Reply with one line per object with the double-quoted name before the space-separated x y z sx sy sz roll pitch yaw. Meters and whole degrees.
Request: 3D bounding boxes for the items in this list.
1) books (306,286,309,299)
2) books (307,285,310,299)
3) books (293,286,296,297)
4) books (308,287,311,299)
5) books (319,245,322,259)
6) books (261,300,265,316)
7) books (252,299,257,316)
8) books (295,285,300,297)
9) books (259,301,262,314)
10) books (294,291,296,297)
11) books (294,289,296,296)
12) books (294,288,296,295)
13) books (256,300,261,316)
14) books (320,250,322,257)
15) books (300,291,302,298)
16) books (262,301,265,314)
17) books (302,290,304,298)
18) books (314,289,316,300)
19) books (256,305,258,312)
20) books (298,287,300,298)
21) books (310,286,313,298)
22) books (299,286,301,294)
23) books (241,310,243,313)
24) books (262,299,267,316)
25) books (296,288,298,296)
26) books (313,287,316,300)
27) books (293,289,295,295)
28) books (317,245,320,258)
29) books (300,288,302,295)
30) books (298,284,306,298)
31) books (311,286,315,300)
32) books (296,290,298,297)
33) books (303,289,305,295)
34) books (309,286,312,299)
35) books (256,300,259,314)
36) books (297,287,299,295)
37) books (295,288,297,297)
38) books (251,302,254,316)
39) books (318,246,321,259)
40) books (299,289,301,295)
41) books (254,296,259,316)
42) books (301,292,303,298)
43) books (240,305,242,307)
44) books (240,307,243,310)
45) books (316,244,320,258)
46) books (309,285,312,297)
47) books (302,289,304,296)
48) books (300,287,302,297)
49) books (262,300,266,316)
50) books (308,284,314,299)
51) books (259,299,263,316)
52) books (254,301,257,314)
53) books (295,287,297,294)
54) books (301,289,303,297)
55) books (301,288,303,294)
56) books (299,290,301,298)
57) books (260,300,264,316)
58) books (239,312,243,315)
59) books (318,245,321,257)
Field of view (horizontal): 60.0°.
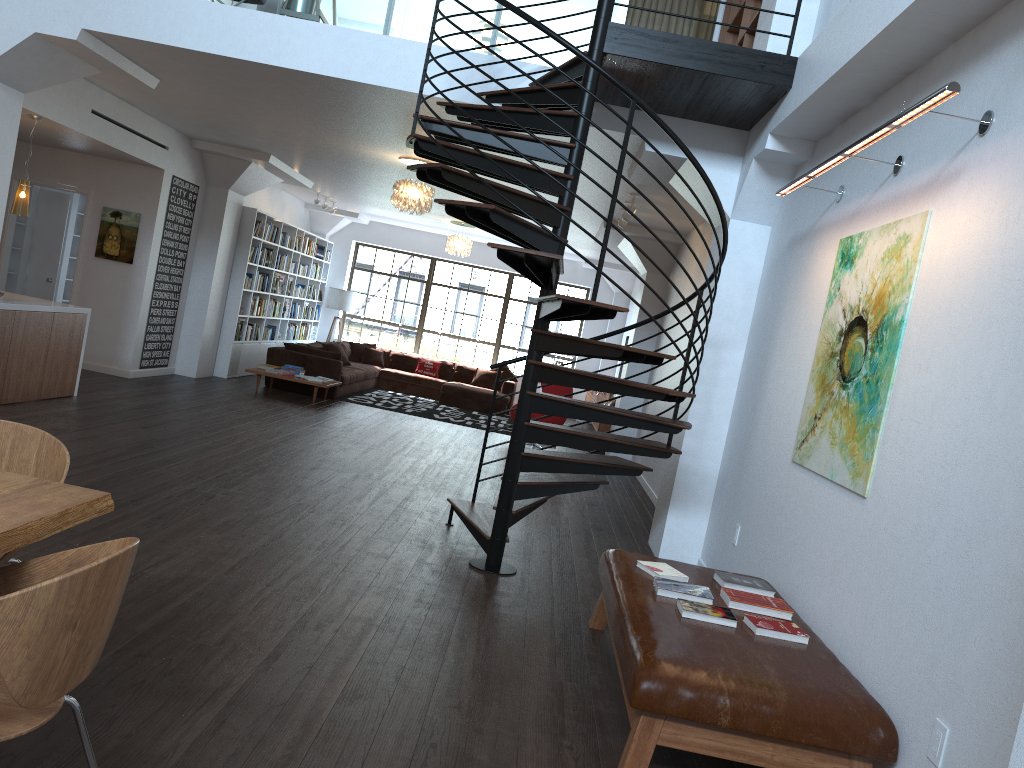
"books" -3.723 -1.645 15.816 0.161 0.223 0.032 11 3 1
"books" -3.719 -1.655 15.859 0.174 0.240 0.054 11 3 1
"books" -3.744 -1.578 15.026 0.128 0.178 0.021 11 3 1
"books" -3.713 -1.650 15.935 0.161 0.223 0.032 11 3 1
"books" -3.568 -2.416 16.143 0.183 0.253 0.042 11 3 1
"books" -3.885 -1.174 13.524 0.183 0.253 0.034 11 3 1
"books" -3.900 -1.152 13.166 0.171 0.246 0.057 11 3 1
"books" -3.740 -1.605 15.250 0.140 0.206 0.042 11 3 1
"books" -3.894 -1.158 13.423 0.168 0.231 0.037 11 3 1
"books" -3.748 -1.583 15.096 0.128 0.178 0.021 11 3 1
"books" -3.750 -1.585 15.071 0.134 0.184 0.029 11 3 1
"books" -3.745 -1.579 15.046 0.128 0.178 0.020 11 3 1
"books" -3.889 -1.162 13.375 0.171 0.246 0.057 11 3 1
"books" -3.573 -2.419 16.187 0.183 0.253 0.042 11 3 1
"books" -3.735 -1.602 15.459 0.128 0.178 0.022 11 3 1
"books" -3.892 -1.171 13.563 0.174 0.240 0.045 11 3 1
"books" -3.714 -1.596 15.560 0.106 0.162 0.032 11 3 1
"books" -3.703 -1.664 16.357 0.161 0.207 0.135 11 3 1
"books" -3.899 -1.147 13.290 0.161 0.223 0.026 11 3 1
"books" -3.735 -1.599 15.291 0.139 0.191 0.036 11 3 1
"books" -3.719 -1.674 16.084 0.160 0.251 0.039 11 3 1
"books" -3.736 -1.604 15.331 0.136 0.196 0.045 11 3 1
"books" -3.957 -1.059 12.662 0.197 0.033 0.284 10 4 -23
"books" -3.877 -1.179 13.626 0.183 0.253 0.034 11 3 1
"books" -3.735 -1.579 15.168 0.120 0.167 0.019 11 3 1
"books" -3.710 -1.677 16.300 0.174 0.236 0.142 11 3 1
"books" -3.749 -1.589 15.005 0.127 0.200 0.020 11 3 1
"books" -3.578 -2.410 16.013 0.183 0.253 0.042 11 3 1
"books" -3.731 -1.599 15.407 0.128 0.178 0.021 11 3 1
"books" -3.722 -1.637 15.618 0.140 0.231 0.042 11 3 1
"books" -3.710 -1.681 16.209 0.183 0.253 0.042 11 3 1
"books" -3.728 -1.577 15.193 0.106 0.162 0.030 11 3 1
"books" -3.713 -1.600 15.585 0.107 0.167 0.017 11 3 1
"books" -3.718 -1.669 16.045 0.171 0.246 0.039 11 3 1
"books" -3.914 -1.161 13.325 0.174 0.240 0.045 11 3 1
"books" -3.727 -1.580 15.217 0.107 0.167 0.016 11 3 1
"books" -3.735 -1.570 15.132 0.110 0.153 0.018 11 3 1
"books" -3.895 -1.125 13.077 0.144 0.207 0.048 11 3 1
"books" -3.575 -2.415 16.100 0.183 0.253 0.042 11 3 1
"books" -3.736 -1.608 15.365 0.127 0.200 0.020 11 3 1
"books" -3.895 -1.178 13.248 0.176 0.290 0.053 11 3 1
"books" -3.722 -1.591 15.515 0.110 0.153 0.018 11 3 1
"books" -3.947 -1.119 12.658 0.144 0.025 0.204 11 3 -8
"books" -3.953 -1.091 12.655 0.174 0.032 0.254 11 3 -4
"books" -3.579 -2.408 15.969 0.183 0.253 0.042 11 3 1
"books" -3.723 -1.669 15.971 0.183 0.253 0.042 11 3 1
"books" -3.721 -1.598 15.534 0.120 0.167 0.020 11 3 1
"books" -3.736 -1.604 15.433 0.134 0.184 0.030 11 3 1
"books" -3.882 -1.176 13.597 0.160 0.250 0.026 11 3 1
"books" -3.719 -1.681 16.123 0.180 0.259 0.042 11 3 1
"books" -3.888 -1.170 13.457 0.183 0.253 0.034 11 3 1
"books" -3.901 -1.143 13.209 0.161 0.223 0.027 11 3 1
"books" -3.740 -1.579 15.114 0.109 0.171 0.017 11 3 1
"books" -3.722 -1.589 15.497 0.110 0.153 0.019 11 3 1
"books" -3.726 -1.599 15.478 0.109 0.171 0.018 11 3 1
"books" -3.730 -1.597 15.386 0.128 0.178 0.022 11 3 1
"books" -3.882 -1.171 13.490 0.183 0.253 0.034 11 3 1
"books" -3.964 -1.026 12.664 0.197 0.035 0.284 11 3 -8
"books" -3.578 -2.413 16.056 0.183 0.253 0.042 11 3 1
